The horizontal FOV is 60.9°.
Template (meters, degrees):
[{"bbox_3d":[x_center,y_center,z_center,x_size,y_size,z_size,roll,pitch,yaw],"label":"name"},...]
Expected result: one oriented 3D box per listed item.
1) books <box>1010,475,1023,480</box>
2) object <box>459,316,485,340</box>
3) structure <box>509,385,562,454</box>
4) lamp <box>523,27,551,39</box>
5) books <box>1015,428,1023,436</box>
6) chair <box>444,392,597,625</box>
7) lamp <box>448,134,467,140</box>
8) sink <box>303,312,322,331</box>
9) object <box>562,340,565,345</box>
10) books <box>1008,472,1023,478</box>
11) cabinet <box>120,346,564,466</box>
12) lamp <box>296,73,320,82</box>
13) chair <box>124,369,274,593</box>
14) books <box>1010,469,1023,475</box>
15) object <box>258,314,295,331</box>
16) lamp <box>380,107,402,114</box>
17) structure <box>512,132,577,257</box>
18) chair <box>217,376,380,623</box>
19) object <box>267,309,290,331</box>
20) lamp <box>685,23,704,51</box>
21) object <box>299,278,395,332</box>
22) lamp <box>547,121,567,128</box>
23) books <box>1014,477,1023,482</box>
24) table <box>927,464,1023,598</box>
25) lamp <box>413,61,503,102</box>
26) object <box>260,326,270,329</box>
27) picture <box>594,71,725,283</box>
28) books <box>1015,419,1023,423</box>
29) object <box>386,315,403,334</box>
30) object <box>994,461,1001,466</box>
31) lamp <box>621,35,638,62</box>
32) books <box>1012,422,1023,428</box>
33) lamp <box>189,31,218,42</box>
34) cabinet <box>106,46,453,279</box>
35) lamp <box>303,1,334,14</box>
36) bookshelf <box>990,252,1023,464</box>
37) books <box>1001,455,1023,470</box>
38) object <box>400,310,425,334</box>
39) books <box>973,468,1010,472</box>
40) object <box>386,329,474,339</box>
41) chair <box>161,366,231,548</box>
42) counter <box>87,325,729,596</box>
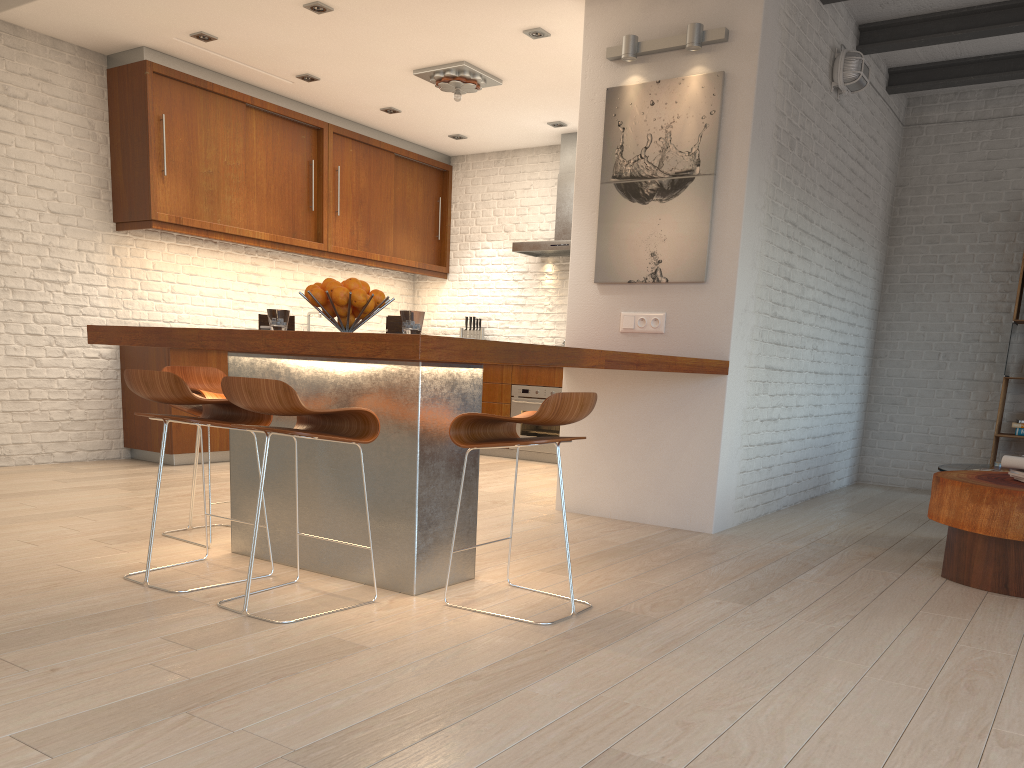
[{"bbox_3d":[2.353,0.418,3.755,0.252,0.011,0.312,3,1,3],"label":"books"},{"bbox_3d":[-0.397,-0.475,8.611,0.318,0.385,0.065,7,12,32],"label":"object"},{"bbox_3d":[0.384,0.318,7.883,0.662,0.592,0.494,7,8,33],"label":"structure"},{"bbox_3d":[0.151,-2.134,5.257,0.122,0.056,0.122,5,4,34],"label":"lamp"},{"bbox_3d":[3.937,0.362,6.444,0.322,0.057,0.253,4,2,43],"label":"books"},{"bbox_3d":[0.061,0.407,3.065,0.417,0.795,0.398,9,11,33],"label":"chair"},{"bbox_3d":[-0.483,-2.222,7.773,0.122,0.056,0.122,5,4,34],"label":"lamp"},{"bbox_3d":[-1.501,-0.417,7.925,0.511,0.439,0.849,7,5,34],"label":"sink"},{"bbox_3d":[0.607,-0.381,7.585,0.261,0.282,0.257,-2,8,-35],"label":"object"},{"bbox_3d":[2.338,0.407,3.741,0.252,0.011,0.312,3,1,3],"label":"books"},{"bbox_3d":[-0.519,-0.760,7.208,4.782,2.909,2.208,3,8,-2],"label":"cabinet"},{"bbox_3d":[-1.478,-2.237,6.316,0.122,0.056,0.122,5,4,34],"label":"lamp"},{"bbox_3d":[-1.189,0.342,3.242,0.399,0.795,0.415,9,11,33],"label":"chair"},{"bbox_3d":[2.333,0.396,3.733,0.252,0.011,0.312,3,1,8],"label":"books"},{"bbox_3d":[-0.975,-0.244,3.614,0.113,0.084,0.093,6,7,33],"label":"object"},{"bbox_3d":[-0.980,-2.230,7.045,0.122,0.056,0.122,5,4,34],"label":"lamp"},{"bbox_3d":[0.559,-1.652,7.600,0.974,1.018,0.450,7,10,33],"label":"structure"},{"bbox_3d":[-0.743,0.370,2.952,0.399,0.795,0.415,9,11,33],"label":"chair"},{"bbox_3d":[-0.930,-0.252,3.473,0.090,0.087,0.090,6,7,31],"label":"object"},{"bbox_3d":[0.905,-1.720,4.323,0.079,0.107,0.078,-1,9,-28],"label":"lamp"},{"bbox_3d":[-0.640,-0.294,3.384,0.366,0.227,0.355,3,4,-1],"label":"object"},{"bbox_3d":[0.376,-2.167,7.214,0.122,0.056,0.122,5,4,34],"label":"lamp"},{"bbox_3d":[2.346,0.429,3.743,0.252,0.011,0.313,3,1,13],"label":"books"},{"bbox_3d":[2.558,0.665,4.280,1.062,0.457,1.815,5,3,40],"label":"table"},{"bbox_3d":[-0.381,-2.080,6.136,0.445,0.174,0.445,5,3,34],"label":"lamp"},{"bbox_3d":[-0.974,-0.219,3.551,0.284,0.035,0.203,4,2,34],"label":"object"},{"bbox_3d":[0.758,-1.057,4.599,0.647,1.042,0.020,8,13,32],"label":"picture"},{"bbox_3d":[3.936,0.287,6.430,0.377,0.019,0.241,3,2,26],"label":"books"},{"bbox_3d":[-0.419,-0.209,3.245,0.094,0.084,0.112,2,5,-11],"label":"object"},{"bbox_3d":[2.900,0.460,4.950,0.301,0.028,0.067,3,3,11],"label":"object"},{"bbox_3d":[0.610,-1.738,4.515,0.079,0.107,0.078,-1,9,-28],"label":"lamp"},{"bbox_3d":[3.927,0.314,6.453,0.376,0.037,0.242,4,2,33],"label":"books"},{"bbox_3d":[-1.975,-2.245,5.588,0.122,0.056,0.122,5,4,34],"label":"lamp"},{"bbox_3d":[-1.725,-1.670,7.414,0.455,1.191,3.307,10,6,34],"label":"cabinet"},{"bbox_3d":[-1.117,-2.190,5.029,0.122,0.056,0.122,5,4,34],"label":"lamp"},{"bbox_3d":[4.248,-0.181,6.133,1.301,2.259,0.359,8,12,32],"label":"bookshelf"},{"bbox_3d":[2.368,0.383,3.801,0.273,0.111,0.315,2,3,-24],"label":"books"},{"bbox_3d":[-0.357,-0.216,3.114,0.090,0.087,0.089,-3,8,-41],"label":"object"},{"bbox_3d":[2.553,0.462,4.483,0.251,0.011,0.313,2,2,-44],"label":"books"},{"bbox_3d":[-0.336,-0.178,3.146,0.391,0.035,0.196,4,2,37],"label":"object"},{"bbox_3d":[-1.351,0.317,3.983,0.417,0.795,0.398,9,11,33],"label":"chair"},{"bbox_3d":[-0.286,0.291,4.058,1.667,0.942,2.470,5,4,34],"label":"counter"}]
